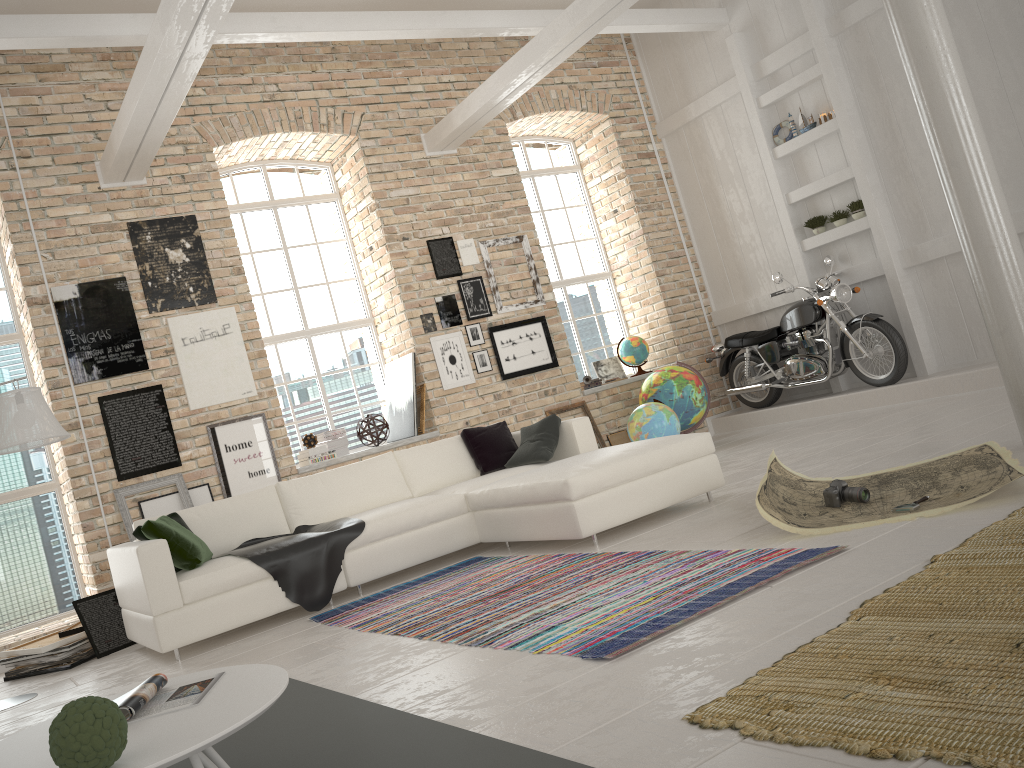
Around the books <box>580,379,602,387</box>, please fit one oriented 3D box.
[{"bbox_3d":[0.792,0.000,9.433,0.242,0.026,0.215,-14,-2,-36],"label":"books"}]

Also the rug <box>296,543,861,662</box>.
[{"bbox_3d":[0.054,0.999,4.268,1.327,0.008,2.833,-14,-2,-34],"label":"rug"}]

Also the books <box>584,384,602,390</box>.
[{"bbox_3d":[0.801,0.051,9.420,0.241,0.025,0.213,-14,-2,-31],"label":"books"}]

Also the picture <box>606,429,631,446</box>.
[{"bbox_3d":[1.137,0.657,9.119,0.253,0.352,0.101,-14,-4,-30],"label":"picture"}]

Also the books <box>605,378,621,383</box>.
[{"bbox_3d":[1.059,-0.038,9.350,0.142,0.014,0.099,-16,-2,40],"label":"books"}]

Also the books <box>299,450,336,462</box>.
[{"bbox_3d":[-1.710,0.632,7.817,0.255,0.024,0.231,-14,-2,-35],"label":"books"}]

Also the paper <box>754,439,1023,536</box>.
[{"bbox_3d":[1.785,0.389,4.261,1.114,0.265,1.392,-16,-2,22],"label":"paper"}]

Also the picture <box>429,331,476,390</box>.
[{"bbox_3d":[-0.560,-0.224,8.437,0.346,0.515,0.014,-14,-4,-30],"label":"picture"}]

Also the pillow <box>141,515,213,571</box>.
[{"bbox_3d":[-1.996,0.939,5.318,0.301,0.344,0.421,-15,-2,-8],"label":"pillow"}]

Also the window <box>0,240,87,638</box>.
[{"bbox_3d":[-1.378,-0.751,2.118,1.349,3.662,12.072,-13,-3,-33],"label":"window"}]

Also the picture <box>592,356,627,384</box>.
[{"bbox_3d":[1.108,-0.146,10.104,0.371,0.293,0.071,-14,-4,-30],"label":"picture"}]

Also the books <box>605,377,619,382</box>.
[{"bbox_3d":[1.048,-0.048,9.356,0.108,0.013,0.125,-16,-2,33],"label":"books"}]

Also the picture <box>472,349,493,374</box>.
[{"bbox_3d":[-0.285,-0.216,8.587,0.166,0.213,0.012,-14,-4,-30],"label":"picture"}]

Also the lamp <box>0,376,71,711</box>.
[{"bbox_3d":[-2.889,0.897,5.093,1.013,1.780,0.444,-16,-4,4],"label":"lamp"}]

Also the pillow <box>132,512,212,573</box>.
[{"bbox_3d":[-2.125,0.997,5.578,0.324,0.366,0.397,-16,-3,14],"label":"pillow"}]

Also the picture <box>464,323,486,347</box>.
[{"bbox_3d":[-0.357,-0.475,8.605,0.166,0.213,0.012,-14,-4,-30],"label":"picture"}]

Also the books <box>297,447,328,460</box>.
[{"bbox_3d":[-1.751,0.611,7.816,0.206,0.041,0.190,-17,-2,44],"label":"books"}]

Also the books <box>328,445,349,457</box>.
[{"bbox_3d":[-1.651,0.642,8.212,0.226,0.088,0.333,-14,-2,-28],"label":"books"}]

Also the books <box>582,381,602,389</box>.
[{"bbox_3d":[0.792,0.026,9.425,0.240,0.030,0.214,-14,-2,-32],"label":"books"}]

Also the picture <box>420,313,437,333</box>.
[{"bbox_3d":[-0.785,-0.575,8.399,0.127,0.179,0.009,-14,-4,-24],"label":"picture"}]

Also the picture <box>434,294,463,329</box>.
[{"bbox_3d":[-0.605,-0.695,8.519,0.217,0.307,0.015,-14,-4,-30],"label":"picture"}]

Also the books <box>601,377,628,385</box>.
[{"bbox_3d":[1.074,-0.025,9.348,0.215,0.022,0.186,-14,-2,-31],"label":"books"}]

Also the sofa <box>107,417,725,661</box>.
[{"bbox_3d":[-0.667,0.838,5.599,3.097,0.843,2.291,-14,-2,-31],"label":"sofa"}]

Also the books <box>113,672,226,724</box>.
[{"bbox_3d":[-0.996,0.849,2.420,0.373,0.048,0.305,-15,-2,-1],"label":"books"}]

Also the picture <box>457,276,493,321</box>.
[{"bbox_3d":[-0.360,-0.834,8.672,0.276,0.410,0.011,-14,-4,-30],"label":"picture"}]

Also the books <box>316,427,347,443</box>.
[{"bbox_3d":[-1.700,0.481,8.214,0.244,0.085,0.285,-17,-2,39],"label":"books"}]

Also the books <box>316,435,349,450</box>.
[{"bbox_3d":[-1.674,0.562,8.219,0.223,0.088,0.336,-14,-2,-37],"label":"books"}]

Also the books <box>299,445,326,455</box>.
[{"bbox_3d":[-1.755,0.576,7.821,0.172,0.030,0.187,-14,-2,-43],"label":"books"}]

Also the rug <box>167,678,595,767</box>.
[{"bbox_3d":[-0.984,1.231,2.646,1.355,0.042,2.869,-14,-2,-34],"label":"rug"}]

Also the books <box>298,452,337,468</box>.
[{"bbox_3d":[-1.703,0.667,7.814,0.260,0.048,0.231,-14,-2,-35],"label":"books"}]

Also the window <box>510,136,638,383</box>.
[{"bbox_3d":[3.642,-2.374,5.132,1.350,2.994,12.072,-13,-2,-33],"label":"window"}]

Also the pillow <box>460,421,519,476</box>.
[{"bbox_3d":[-0.141,0.486,6.802,0.403,0.391,0.255,-14,-4,-30],"label":"pillow"}]

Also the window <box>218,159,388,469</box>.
[{"bbox_3d":[1.099,-1.726,3.644,1.350,2.994,12.072,-13,-2,-33],"label":"window"}]

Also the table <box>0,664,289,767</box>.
[{"bbox_3d":[-0.961,1.037,2.239,0.880,0.343,0.940,-15,-2,-18],"label":"table"}]

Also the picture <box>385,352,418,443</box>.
[{"bbox_3d":[-1.052,0.140,8.473,0.231,0.766,0.620,-13,-4,-33],"label":"picture"}]

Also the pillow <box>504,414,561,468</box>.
[{"bbox_3d":[0.150,0.416,6.468,0.319,0.306,0.442,-13,-3,-42],"label":"pillow"}]

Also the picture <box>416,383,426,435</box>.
[{"bbox_3d":[-0.898,0.259,8.339,0.163,0.461,0.382,-13,-4,-34],"label":"picture"}]

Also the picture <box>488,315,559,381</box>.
[{"bbox_3d":[0.113,-0.360,8.821,0.674,0.537,0.033,-14,-4,-29],"label":"picture"}]

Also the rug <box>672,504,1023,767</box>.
[{"bbox_3d":[1.659,0.497,2.192,2.065,0.021,1.630,-14,-2,-37],"label":"rug"}]
